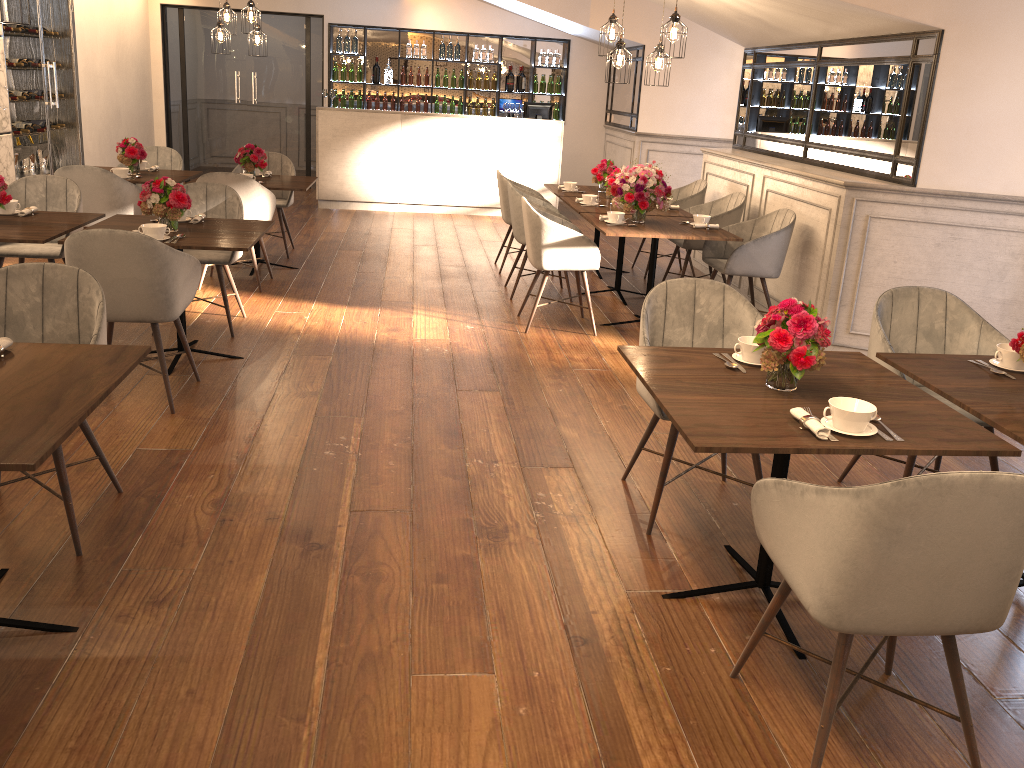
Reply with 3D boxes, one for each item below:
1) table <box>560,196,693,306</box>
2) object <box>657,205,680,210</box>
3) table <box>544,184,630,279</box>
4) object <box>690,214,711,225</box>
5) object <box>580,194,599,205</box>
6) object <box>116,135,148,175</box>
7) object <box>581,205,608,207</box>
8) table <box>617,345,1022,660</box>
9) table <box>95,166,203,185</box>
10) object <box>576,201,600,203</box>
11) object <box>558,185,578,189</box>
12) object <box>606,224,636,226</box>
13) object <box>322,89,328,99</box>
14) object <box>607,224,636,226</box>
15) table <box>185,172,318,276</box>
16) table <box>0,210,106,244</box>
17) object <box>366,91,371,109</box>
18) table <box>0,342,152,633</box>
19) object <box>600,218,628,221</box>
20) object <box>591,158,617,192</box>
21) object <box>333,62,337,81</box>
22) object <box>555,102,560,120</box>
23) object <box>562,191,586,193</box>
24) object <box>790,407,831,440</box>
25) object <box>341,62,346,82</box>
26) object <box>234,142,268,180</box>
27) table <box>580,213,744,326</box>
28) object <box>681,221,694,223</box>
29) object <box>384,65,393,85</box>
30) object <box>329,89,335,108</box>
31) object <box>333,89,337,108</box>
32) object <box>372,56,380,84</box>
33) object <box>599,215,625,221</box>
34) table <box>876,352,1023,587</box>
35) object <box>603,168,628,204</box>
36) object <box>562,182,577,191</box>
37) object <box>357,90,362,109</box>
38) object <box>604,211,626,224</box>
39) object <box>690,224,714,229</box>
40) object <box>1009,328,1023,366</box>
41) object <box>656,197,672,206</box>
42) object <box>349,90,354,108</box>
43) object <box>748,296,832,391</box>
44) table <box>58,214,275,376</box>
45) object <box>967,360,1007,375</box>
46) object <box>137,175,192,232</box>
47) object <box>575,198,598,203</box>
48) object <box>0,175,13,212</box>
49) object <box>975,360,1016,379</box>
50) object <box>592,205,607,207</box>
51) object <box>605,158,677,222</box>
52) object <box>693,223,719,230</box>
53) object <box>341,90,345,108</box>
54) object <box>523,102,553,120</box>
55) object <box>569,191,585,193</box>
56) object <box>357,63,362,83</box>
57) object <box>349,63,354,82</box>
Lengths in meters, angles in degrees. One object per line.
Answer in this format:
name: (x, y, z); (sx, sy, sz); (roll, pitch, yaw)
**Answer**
table: (0.863, -1.048, 7.010); (0.896, 0.710, 0.911); (1, 18, -7)
object: (1.212, -1.371, 6.859); (0.175, 0.038, 0.057); (1, 18, -7)
table: (0.764, -1.356, 7.908); (0.896, 0.710, 0.911); (1, 18, -7)
object: (1.299, -1.118, 6.071); (0.149, 0.071, 0.149); (16, 22, 33)
object: (0.600, -1.425, 6.857); (0.149, 0.071, 0.149); (16, 22, 33)
object: (-2.989, -1.809, 6.982); (0.235, 0.297, 0.309); (-7, 20, -30)
object: (0.632, -1.366, 6.795); (0.210, 0.004, 0.022); (1, 19, -7)
table: (0.840, 0.362, 2.821); (0.896, 0.710, 0.911); (1, 18, -7)
table: (-3.036, -1.323, 7.116); (0.896, 0.710, 0.911); (1, 18, -7)
object: (0.599, -1.429, 6.941); (0.192, 0.024, 0.025); (1, 17, -7)
object: (0.492, -1.741, 7.827); (0.175, 0.038, 0.057); (1, 18, -7)
object: (0.731, -1.060, 5.903); (0.210, 0.004, 0.022); (1, 19, -7)
object: (-2.225, -3.404, 10.540); (0.065, 0.204, 0.066); (-1, 17, -15)
object: (0.728, -1.054, 5.867); (0.197, 0.014, 0.043); (0, 19, -10)
table: (-2.084, -1.302, 7.229); (0.896, 0.710, 0.911); (1, 18, -7)
table: (-2.775, -0.509, 4.746); (0.896, 0.710, 0.911); (1, 18, -7)
object: (-1.983, -3.930, 12.274); (0.065, 0.257, 0.066); (-5, 18, -27)
table: (-1.550, 0.359, 2.394); (0.896, 0.710, 0.911); (1, 18, -7)
object: (0.698, -1.122, 6.049); (0.192, 0.024, 0.025); (1, 17, -7)
object: (0.813, -1.830, 7.734); (0.236, 0.297, 0.307); (17, 22, 38)
object: (-2.423, -4.283, 12.122); (0.065, 0.257, 0.066); (-5, 18, -27)
object: (0.647, -3.873, 12.586); (0.065, 0.257, 0.066); (-5, 18, -27)
object: (0.537, -1.661, 7.651); (0.210, 0.004, 0.022); (1, 19, -7)
object: (0.809, 0.104, 2.407); (0.056, 0.038, 0.178); (1, 19, -7)
object: (-2.314, -4.280, 12.135); (0.065, 0.257, 0.066); (-5, 18, -27)
object: (-2.102, -1.791, 7.095); (0.308, 0.297, 0.236); (18, 22, 38)
table: (0.963, -0.739, 6.112); (0.896, 0.710, 0.911); (1, 18, -7)
object: (1.266, -1.128, 6.185); (0.197, 0.014, 0.043); (0, 19, -10)
object: (-1.702, -4.275, 12.203); (0.109, 0.277, 0.109); (16, 20, 37)
object: (-2.141, -3.403, 10.554); (0.065, 0.204, 0.148); (-1, 17, -15)
object: (-2.445, -3.940, 12.219); (0.065, 0.257, 0.066); (-5, 18, -27)
object: (-1.866, -4.318, 12.179); (0.104, 0.354, 0.105); (-7, 19, -34)
object: (0.685, -1.140, 6.079); (0.175, 0.038, 0.057); (1, 18, -7)
table: (1.792, 0.383, 2.933); (0.896, 0.710, 0.911); (1, 18, -7)
object: (0.828, -1.561, 6.945); (0.234, 0.297, 0.309); (7, 18, 11)
object: (0.505, -1.720, 7.714); (0.149, 0.071, 0.149); (16, 22, 33)
object: (-2.116, -3.932, 12.258); (0.065, 0.257, 0.066); (-5, 18, -27)
object: (0.698, -1.119, 5.965); (0.149, 0.071, 0.149); (16, 22, 33)
object: (1.296, -1.069, 6.001); (0.192, 0.024, 0.025); (1, 17, -7)
object: (1.774, -0.117, 2.831); (0.235, 0.297, 0.309); (-7, 20, -30)
object: (1.200, -1.424, 6.963); (0.149, 0.071, 0.149); (16, 22, 33)
object: (-2.225, -3.935, 12.245); (0.065, 0.257, 0.066); (-5, 18, -27)
object: (0.843, -0.133, 2.709); (0.234, 0.297, 0.309); (7, 18, 11)
table: (-1.822, -0.488, 4.859); (0.896, 0.710, 0.911); (1, 18, -7)
object: (1.657, -0.059, 3.082); (0.043, 0.014, 0.200); (2, 19, -3)
object: (-1.823, -0.961, 4.681); (0.306, 0.297, 0.237); (12, 19, 24)
object: (0.587, -1.447, 6.971); (0.175, 0.038, 0.057); (1, 18, -7)
object: (-2.769, -0.992, 4.596); (0.305, 0.297, 0.237); (8, 17, 14)
object: (1.685, -0.051, 3.080); (0.022, 0.004, 0.214); (1, 19, -7)
object: (0.629, -1.360, 6.759); (0.197, 0.014, 0.043); (0, 19, -10)
object: (0.883, -1.324, 6.061); (0.420, 0.419, 0.411); (-2, 18, -18)
object: (1.310, -1.064, 5.967); (0.175, 0.038, 0.057); (1, 18, -7)
object: (-2.335, -3.937, 12.232); (0.065, 0.257, 0.066); (-5, 18, -27)
object: (0.328, -3.332, 11.020); (0.409, 0.324, 0.131); (-6, 19, -28)
object: (0.535, -1.655, 7.615); (0.197, 0.014, 0.043); (0, 19, -10)
object: (-2.094, -4.276, 12.161); (0.065, 0.257, 0.066); (-5, 18, -27)
object: (-2.204, -4.278, 12.148); (0.065, 0.257, 0.066); (-5, 18, -27)
